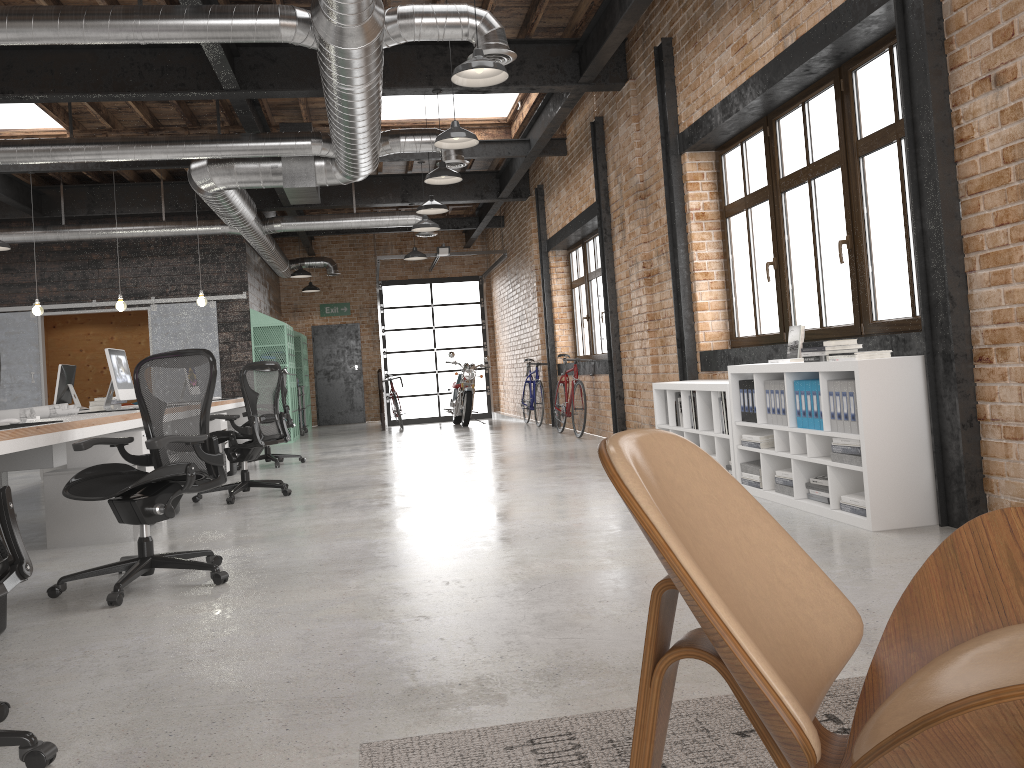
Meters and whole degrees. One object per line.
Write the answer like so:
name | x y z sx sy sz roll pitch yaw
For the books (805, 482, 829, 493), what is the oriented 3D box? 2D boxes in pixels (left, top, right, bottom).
books | 1.749 0.543 4.772 0.222 0.055 0.281 -4 1 -8

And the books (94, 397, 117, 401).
books | -3.499 0.127 7.640 0.153 0.030 0.185 -4 1 -11

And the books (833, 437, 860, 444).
books | 1.737 0.262 4.350 0.214 0.052 0.252 -4 1 -9

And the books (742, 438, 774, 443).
books | 1.568 0.331 5.451 0.219 0.034 0.259 -4 1 -9

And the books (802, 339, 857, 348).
books | 1.683 -0.214 4.695 0.191 0.028 0.239 -4 1 -7

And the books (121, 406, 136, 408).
books | -3.602 0.218 8.377 0.243 0.019 0.205 -4 1 28

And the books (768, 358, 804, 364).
books | 1.650 -0.138 5.210 0.174 0.021 0.273 -4 1 -9

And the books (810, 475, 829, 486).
books | 1.746 0.510 4.748 0.199 0.055 0.239 -4 1 -8

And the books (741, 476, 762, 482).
books | 1.578 0.571 5.490 0.219 0.034 0.259 -4 1 -9

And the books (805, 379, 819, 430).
books | 1.699 0.103 4.740 0.232 0.261 0.062 -4 -2 -9

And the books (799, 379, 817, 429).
books | 1.689 0.103 4.804 0.232 0.261 0.062 -4 -2 -9

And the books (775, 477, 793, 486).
books | 1.659 0.542 5.065 0.207 0.067 0.275 -4 1 -9

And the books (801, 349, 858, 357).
books | 1.681 -0.165 4.691 0.191 0.023 0.241 -4 1 -11

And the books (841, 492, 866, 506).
books | 1.777 0.556 4.341 0.214 0.046 0.251 -4 1 -9

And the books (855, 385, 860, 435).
books | 1.776 0.105 4.252 0.232 0.261 0.062 -4 -2 -9

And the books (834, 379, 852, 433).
books | 1.745 0.104 4.444 0.232 0.261 0.062 -4 -2 -9

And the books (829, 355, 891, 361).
books | 1.730 -0.128 4.413 0.187 0.014 0.252 -4 1 -9

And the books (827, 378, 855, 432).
books | 1.736 0.104 4.507 0.232 0.261 0.062 -4 -2 -9

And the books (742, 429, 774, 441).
books | 1.567 0.313 5.447 0.214 0.046 0.251 -4 1 -9

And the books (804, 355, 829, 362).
books | 1.691 -0.138 4.683 0.191 0.032 0.258 -4 1 -7

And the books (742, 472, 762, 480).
books | 1.577 0.553 5.486 0.214 0.046 0.251 -4 1 -9

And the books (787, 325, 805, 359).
books | 1.784 -0.255 5.570 0.065 0.224 0.160 -4 -1 -9

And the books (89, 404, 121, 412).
books | -3.499 0.206 7.620 0.200 0.050 0.271 -4 1 -12

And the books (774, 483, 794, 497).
books | 1.668 0.593 5.072 0.217 0.072 0.289 -4 1 -9

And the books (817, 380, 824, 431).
books | 1.719 0.103 4.612 0.232 0.261 0.062 -4 -2 -9

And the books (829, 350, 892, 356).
books | 1.736 -0.155 4.417 0.202 0.012 0.251 -4 1 -8

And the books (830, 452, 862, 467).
books | 1.745 0.357 4.366 0.217 0.072 0.289 -4 1 -9

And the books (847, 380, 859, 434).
books | 1.766 0.105 4.317 0.232 0.261 0.062 -4 -2 -9

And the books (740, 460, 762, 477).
books | 1.575 0.517 5.506 0.217 0.078 0.290 -4 1 -9

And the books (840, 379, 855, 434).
books | 1.756 0.104 4.380 0.232 0.261 0.062 -4 -2 -9

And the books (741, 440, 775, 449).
books | 1.566 0.357 5.458 0.207 0.061 0.274 -4 1 -9

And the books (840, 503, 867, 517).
books | 1.776 0.600 4.351 0.207 0.061 0.274 -4 1 -9

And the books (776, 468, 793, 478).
books | 1.660 0.498 5.056 0.214 0.052 0.252 -4 1 -9

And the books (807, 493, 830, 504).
books | 1.736 0.601 4.769 0.184 0.050 0.261 -4 1 -8

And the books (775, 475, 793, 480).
books | 1.662 0.516 5.059 0.219 0.039 0.260 -4 1 -9

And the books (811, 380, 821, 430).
books | 1.709 0.103 4.676 0.232 0.261 0.062 -4 -2 -9

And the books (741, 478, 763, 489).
books | 1.575 0.597 5.496 0.207 0.061 0.274 -4 1 -9

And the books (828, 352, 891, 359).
books | 1.730 -0.142 4.417 0.187 0.014 0.248 -4 1 -11

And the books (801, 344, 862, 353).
books | 1.689 -0.189 4.685 0.212 0.023 0.258 -4 1 -9

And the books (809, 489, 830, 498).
books | 1.729 0.573 4.755 0.164 0.047 0.239 -4 1 -8

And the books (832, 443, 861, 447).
books | 1.738 0.280 4.353 0.219 0.039 0.260 -4 1 -9

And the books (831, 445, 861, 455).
books | 1.736 0.306 4.360 0.207 0.067 0.275 -4 1 -9

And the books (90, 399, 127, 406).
books | -3.482 0.157 7.640 0.193 0.044 0.257 -4 1 8

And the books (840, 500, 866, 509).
books | 1.778 0.574 4.345 0.219 0.034 0.259 -4 1 -9
